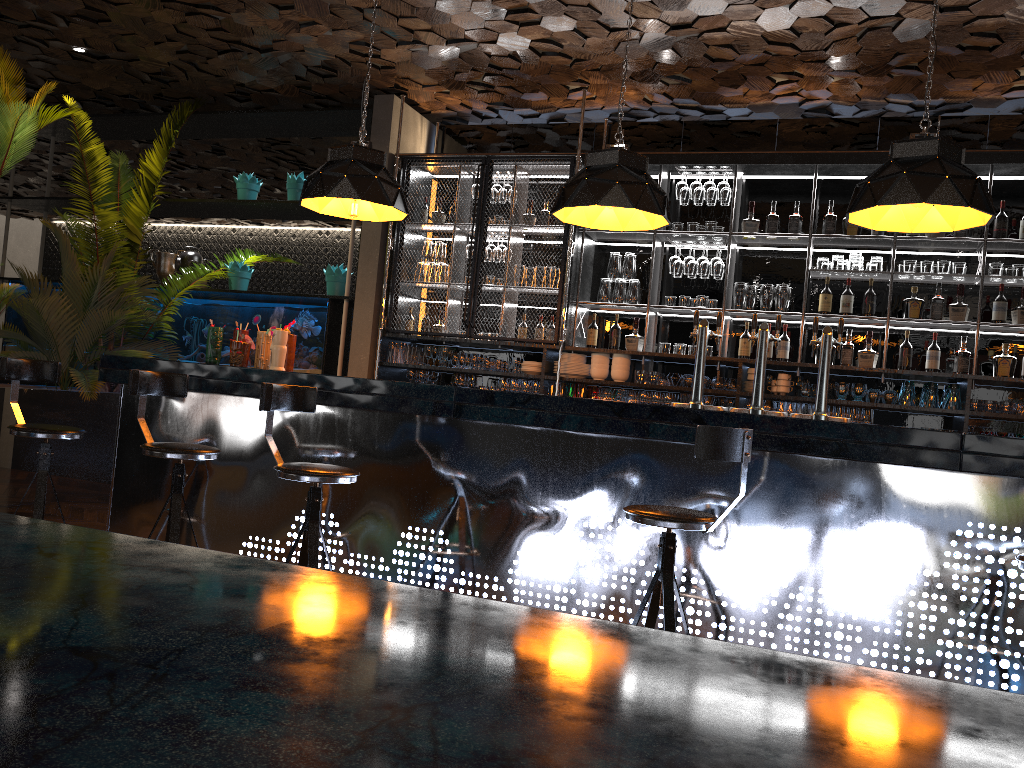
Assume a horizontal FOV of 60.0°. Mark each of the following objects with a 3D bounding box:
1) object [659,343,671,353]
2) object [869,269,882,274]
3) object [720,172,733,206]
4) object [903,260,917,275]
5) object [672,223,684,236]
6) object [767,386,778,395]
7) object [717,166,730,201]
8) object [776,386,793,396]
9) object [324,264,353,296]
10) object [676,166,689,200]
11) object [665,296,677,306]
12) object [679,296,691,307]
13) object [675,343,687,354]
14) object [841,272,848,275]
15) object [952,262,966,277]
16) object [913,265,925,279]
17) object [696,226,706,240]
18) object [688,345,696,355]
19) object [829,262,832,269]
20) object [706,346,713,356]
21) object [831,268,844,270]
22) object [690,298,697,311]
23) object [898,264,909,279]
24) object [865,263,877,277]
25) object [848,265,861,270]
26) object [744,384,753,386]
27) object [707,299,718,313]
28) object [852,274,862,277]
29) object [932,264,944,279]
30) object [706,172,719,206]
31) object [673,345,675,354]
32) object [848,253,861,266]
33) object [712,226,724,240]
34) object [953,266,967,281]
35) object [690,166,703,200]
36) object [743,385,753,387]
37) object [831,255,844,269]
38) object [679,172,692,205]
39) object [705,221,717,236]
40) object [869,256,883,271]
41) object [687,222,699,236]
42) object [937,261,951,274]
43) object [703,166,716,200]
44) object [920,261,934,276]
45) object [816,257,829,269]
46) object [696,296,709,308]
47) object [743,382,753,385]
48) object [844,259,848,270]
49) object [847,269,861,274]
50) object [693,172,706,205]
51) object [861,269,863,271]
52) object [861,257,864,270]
[{"bbox_3d":[1.171,-0.267,6.796,0.089,0.092,0.089,5,-1,-8],"label":"object"},{"bbox_3d":[2.593,-0.836,6.312,0.089,0.092,0.089,6,-1,-44],"label":"object"},{"bbox_3d":[1.650,-1.502,6.829,0.092,0.244,0.092,6,-1,-19],"label":"object"},{"bbox_3d":[2.797,-0.818,6.237,0.089,0.092,0.089,5,-1,-8],"label":"object"},{"bbox_3d":[1.281,-1.195,6.867,0.089,0.092,0.089,6,-1,-12],"label":"object"},{"bbox_3d":[1.945,0.051,6.515,0.106,0.067,0.094,6,-1,-18],"label":"object"},{"bbox_3d":[1.594,-1.510,6.674,0.092,0.244,0.092,6,-1,-19],"label":"object"},{"bbox_3d":[1.966,0.052,6.409,0.106,0.067,0.094,5,-1,8],"label":"object"},{"bbox_3d":[-1.533,-0.901,7.781,0.265,0.325,0.245,5,-1,14],"label":"object"},{"bbox_3d":[1.301,-1.536,6.781,0.092,0.244,0.092,6,-1,-19],"label":"object"},{"bbox_3d":[1.226,-0.629,6.864,0.089,0.092,0.089,5,-1,-2],"label":"object"},{"bbox_3d":[1.319,-0.622,6.784,0.089,0.092,0.089,5,-1,-2],"label":"object"},{"bbox_3d":[1.278,-0.258,6.743,0.089,0.092,0.089,6,-1,-17],"label":"object"},{"bbox_3d":[2.430,-0.847,6.530,0.089,0.092,0.089,6,-1,-44],"label":"object"},{"bbox_3d":[3.098,-0.791,6.151,0.089,0.092,0.089,6,-1,-26],"label":"object"},{"bbox_3d":[2.927,-0.804,6.370,0.089,0.092,0.089,6,-1,-31],"label":"object"},{"bbox_3d":[1.475,-1.176,6.902,0.089,0.092,0.089,5,-1,31],"label":"object"},{"bbox_3d":[1.394,-0.246,6.805,0.089,0.092,0.089,5,-1,31],"label":"object"},{"bbox_3d":[2.332,-0.856,6.579,0.089,0.092,0.089,5,-1,-8],"label":"object"},{"bbox_3d":[1.472,-0.240,6.709,0.089,0.092,0.089,5,-1,31],"label":"object"},{"bbox_3d":[2.347,-0.857,6.393,0.089,0.092,0.089,5,-1,-8],"label":"object"},{"bbox_3d":[1.422,-0.611,6.865,0.089,0.092,0.089,6,-1,-38],"label":"object"},{"bbox_3d":[2.831,-0.812,6.399,0.089,0.092,0.089,6,-1,-28],"label":"object"},{"bbox_3d":[2.618,-0.831,6.452,0.089,0.092,0.089,5,-1,9],"label":"object"},{"bbox_3d":[2.470,-0.868,6.390,0.089,0.092,0.089,5,-1,9],"label":"object"},{"bbox_3d":[1.772,0.015,6.497,0.149,0.026,0.148,5,-1,27],"label":"object"},{"bbox_3d":[1.537,-0.600,6.831,0.089,0.092,0.089,5,-1,4],"label":"object"},{"bbox_3d":[2.537,-0.838,6.518,0.089,0.092,0.089,6,-1,-44],"label":"object"},{"bbox_3d":[3.022,-0.796,6.295,0.089,0.092,0.089,5,-1,19],"label":"object"},{"bbox_3d":[1.553,-1.511,6.864,0.092,0.244,0.092,6,-1,-19],"label":"object"},{"bbox_3d":[1.301,-0.253,6.929,0.089,0.092,0.089,5,-1,-8],"label":"object"},{"bbox_3d":[2.472,-0.894,6.390,0.089,0.092,0.089,5,-1,16],"label":"object"},{"bbox_3d":[1.596,-1.165,6.870,0.089,0.092,0.089,6,-1,-12],"label":"object"},{"bbox_3d":[3.168,-0.783,6.273,0.089,0.092,0.089,5,-1,-6],"label":"object"},{"bbox_3d":[1.404,-1.527,6.743,0.092,0.244,0.092,6,-1,-19],"label":"object"},{"bbox_3d":[1.770,0.025,6.497,0.149,0.024,0.149,5,-1,19],"label":"object"},{"bbox_3d":[2.348,-0.878,6.394,0.089,0.092,0.089,6,-1,-28],"label":"object"},{"bbox_3d":[1.357,-1.528,6.936,0.092,0.244,0.092,6,-1,-19],"label":"object"},{"bbox_3d":[1.504,-1.176,6.708,0.089,0.092,0.089,6,-1,-12],"label":"object"},{"bbox_3d":[2.595,-0.856,6.313,0.089,0.092,0.089,5,-1,11],"label":"object"},{"bbox_3d":[1.387,-1.186,6.804,0.089,0.092,0.089,6,-1,-12],"label":"object"},{"bbox_3d":[2.994,-0.801,6.152,0.089,0.092,0.089,6,-1,-17],"label":"object"},{"bbox_3d":[1.497,-1.518,6.709,0.092,0.244,0.092,6,-1,-19],"label":"object"},{"bbox_3d":[2.904,-0.808,6.211,0.089,0.092,0.089,6,-1,-17],"label":"object"},{"bbox_3d":[2.255,-0.865,6.433,0.089,0.092,0.089,6,-1,-44],"label":"object"},{"bbox_3d":[1.432,-0.613,6.678,0.089,0.092,0.089,5,-1,4],"label":"object"},{"bbox_3d":[1.771,0.005,6.497,0.149,0.025,0.149,6,-1,-18],"label":"object"},{"bbox_3d":[2.432,-0.868,6.531,0.089,0.092,0.089,6,-1,-44],"label":"object"},{"bbox_3d":[2.468,-0.846,6.390,0.089,0.092,0.089,5,-1,9],"label":"object"},{"bbox_3d":[1.460,-1.519,6.898,0.092,0.244,0.092,6,-1,-19],"label":"object"},{"bbox_3d":[2.539,-0.860,6.518,0.089,0.092,0.089,6,-1,-44],"label":"object"},{"bbox_3d":[2.541,-0.886,6.518,0.089,0.092,0.089,6,-1,-44],"label":"object"}]
